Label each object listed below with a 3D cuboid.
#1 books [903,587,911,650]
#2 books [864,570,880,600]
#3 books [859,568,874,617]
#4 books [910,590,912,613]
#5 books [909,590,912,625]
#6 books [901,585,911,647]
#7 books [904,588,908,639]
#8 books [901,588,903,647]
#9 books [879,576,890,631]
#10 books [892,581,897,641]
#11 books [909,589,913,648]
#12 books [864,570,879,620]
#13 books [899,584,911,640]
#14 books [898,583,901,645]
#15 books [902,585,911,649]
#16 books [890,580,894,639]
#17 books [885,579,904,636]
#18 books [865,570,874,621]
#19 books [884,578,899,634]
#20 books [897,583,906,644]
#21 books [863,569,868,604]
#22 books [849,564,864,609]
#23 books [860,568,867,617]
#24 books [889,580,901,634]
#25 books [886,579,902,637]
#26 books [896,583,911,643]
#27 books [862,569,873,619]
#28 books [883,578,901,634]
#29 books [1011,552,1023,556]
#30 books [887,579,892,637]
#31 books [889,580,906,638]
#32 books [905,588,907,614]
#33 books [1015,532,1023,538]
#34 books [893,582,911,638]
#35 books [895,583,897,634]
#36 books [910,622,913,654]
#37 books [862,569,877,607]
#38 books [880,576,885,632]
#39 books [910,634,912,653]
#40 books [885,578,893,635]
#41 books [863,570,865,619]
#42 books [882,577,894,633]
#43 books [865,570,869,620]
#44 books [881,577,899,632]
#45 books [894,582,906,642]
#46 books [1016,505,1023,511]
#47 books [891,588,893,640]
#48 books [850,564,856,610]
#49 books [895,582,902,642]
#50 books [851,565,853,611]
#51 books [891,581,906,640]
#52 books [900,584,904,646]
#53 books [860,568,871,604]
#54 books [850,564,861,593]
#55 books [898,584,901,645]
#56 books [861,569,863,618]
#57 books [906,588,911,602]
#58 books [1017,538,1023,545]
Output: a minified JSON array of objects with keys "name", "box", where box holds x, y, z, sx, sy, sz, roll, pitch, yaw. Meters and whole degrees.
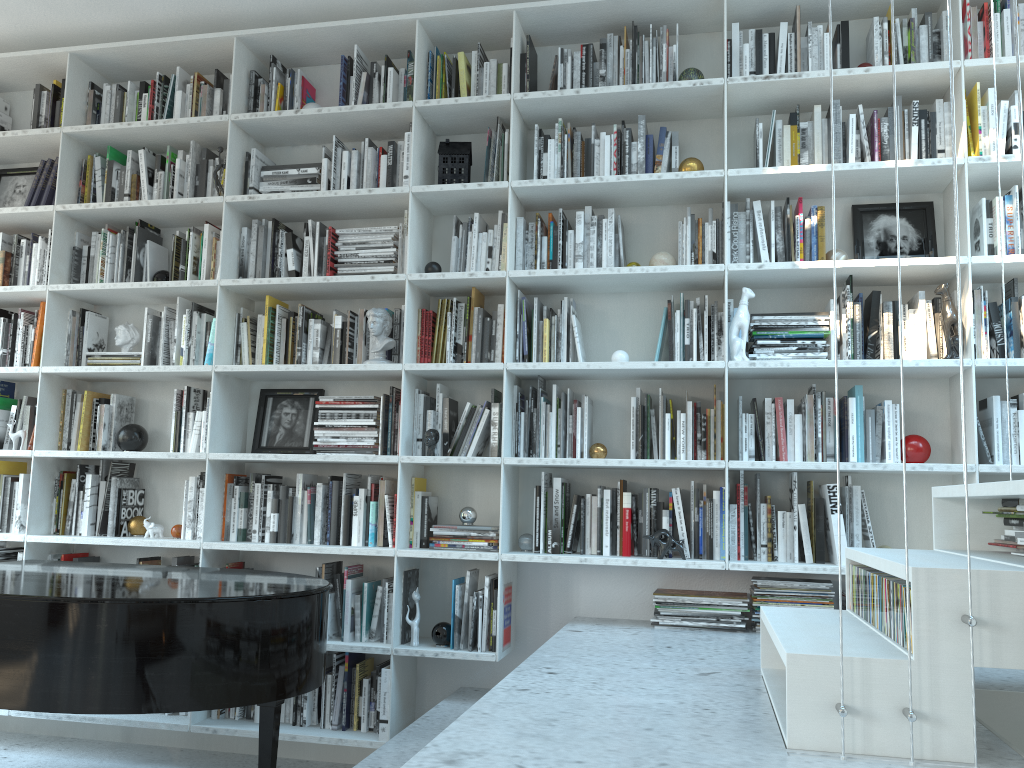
[{"name":"books","box":[0.854,0.473,1.774,0.125,0.123,0.034,0,-7,12]},{"name":"books","box":[0.954,0.534,2.232,0.125,0.125,0.007,0,-7,12]},{"name":"books","box":[0.969,0.543,2.300,0.125,0.125,0.007,0,-7,12]},{"name":"books","box":[0.841,0.464,1.714,0.125,0.123,0.034,0,-7,12]},{"name":"books","box":[0.843,0.466,1.721,0.125,0.123,0.035,0,-7,12]},{"name":"books","box":[0.860,0.475,1.802,0.125,0.125,0.008,0,-7,12]},{"name":"books","box":[0.853,0.472,1.767,0.125,0.123,0.035,0,-7,12]},{"name":"books","box":[0.862,0.476,1.809,0.125,0.125,0.007,0,-7,12]},{"name":"books","box":[0.910,0.507,2.033,0.125,0.125,0.013,0,-7,12]},{"name":"books","box":[0.879,0.487,1.889,0.125,0.125,0.009,0,-7,12]},{"name":"books","box":[0.844,0.467,1.728,0.125,0.123,0.036,0,-7,12]},{"name":"books","box":[0.952,0.533,2.224,0.125,0.125,0.007,0,-7,12]},{"name":"books","box":[0.865,0.478,1.823,0.125,0.125,0.008,0,-7,12]},{"name":"books","box":[0.868,0.480,1.840,0.125,0.125,0.010,0,-7,12]},{"name":"books","box":[0.858,0.474,1.792,0.125,0.125,0.011,0,-7,12]},{"name":"books","box":[0.885,0.490,1.914,0.125,0.125,0.008,0,-7,12]},{"name":"books","box":[0.895,0.497,1.963,0.125,0.125,0.007,0,-7,12]},{"name":"books","box":[0.951,0.532,2.217,0.125,0.125,0.007,0,-7,12]},{"name":"books","box":[0.899,0.499,1.979,0.125,0.125,0.013,0,-7,12]},{"name":"books","box":[0.870,0.481,1.846,0.125,0.125,0.010,0,-7,12]},{"name":"books","box":[0.957,0.536,2.247,0.125,0.125,0.008,0,-7,12]},{"name":"books","box":[1.002,0.564,2.455,0.125,0.125,0.008,0,-7,12]},{"name":"books","box":[0.965,0.541,2.285,0.125,0.125,0.009,0,-7,12]},{"name":"books","box":[0.886,0.491,1.922,0.125,0.125,0.007,0,-7,12]},{"name":"books","box":[0.893,0.496,1.953,0.125,0.125,0.012,0,-7,12]},{"name":"books","box":[0.872,0.482,1.854,0.125,0.125,0.008,0,-7,12]},{"name":"books","box":[0.959,0.537,2.254,0.125,0.125,0.008,0,-7,12]},{"name":"books","box":[0.902,0.501,1.993,0.125,0.125,0.016,0,-7,12]},{"name":"books","box":[1.307,0.403,2.061,0.191,0.004,0.223,0,-8,8]},{"name":"books","box":[0.891,0.495,1.944,0.125,0.125,0.018,0,-7,12]},{"name":"books","box":[0.888,0.493,1.930,0.125,0.125,0.009,0,-7,12]},{"name":"books","box":[0.851,0.471,1.759,0.125,0.123,0.036,0,-7,12]},{"name":"books","box":[1.314,0.357,2.065,0.184,0.013,0.226,0,-8,10]},{"name":"books","box":[0.878,0.486,1.882,0.125,0.125,0.007,0,-7,12]},{"name":"books","box":[0.873,0.483,1.860,0.125,0.125,0.008,0,-7,12]},{"name":"books","box":[0.846,0.468,1.736,0.125,0.123,0.035,0,-7,12]},{"name":"books","box":[0.960,0.538,2.262,0.125,0.125,0.008,0,-7,12]},{"name":"books","box":[0.908,0.505,2.023,0.125,0.125,0.009,0,-7,12]},{"name":"books","box":[0.848,0.469,1.744,0.125,0.123,0.034,0,-7,12]},{"name":"books","box":[0.897,0.498,1.971,0.125,0.125,0.009,0,-7,12]},{"name":"books","box":[0.955,0.535,2.239,0.125,0.125,0.008,0,-7,12]},{"name":"books","box":[0.904,0.503,2.004,0.125,0.125,0.009,0,-7,12]},{"name":"books","box":[0.949,0.531,2.210,0.125,0.125,0.008,0,-7,12]},{"name":"books","box":[0.906,0.504,2.014,0.125,0.125,0.011,0,-7,12]},{"name":"books","box":[0.876,0.485,1.874,0.125,0.125,0.007,0,-7,12]},{"name":"books","box":[1.315,0.293,2.072,0.177,0.014,0.194,1,-8,7]},{"name":"books","box":[0.883,0.489,1.907,0.125,0.125,0.008,0,-7,12]},{"name":"books","box":[0.999,0.562,2.440,0.125,0.125,0.008,0,-7,12]},{"name":"books","box":[0.874,0.484,1.867,0.125,0.125,0.008,0,-7,12]},{"name":"books","box":[0.996,0.560,2.426,0.125,0.125,0.008,0,-7,12]},{"name":"books","box":[0.881,0.488,1.899,0.125,0.125,0.010,0,-7,12]},{"name":"books","box":[0.863,0.477,1.816,0.125,0.125,0.008,0,-7,12]},{"name":"books","box":[0.967,0.542,2.292,0.125,0.125,0.009,0,-7,12]},{"name":"books","box":[1.001,0.563,2.448,0.125,0.125,0.009,0,-7,12]},{"name":"books","box":[0.867,0.479,1.831,0.125,0.125,0.008,0,-7,12]},{"name":"books","box":[0.962,0.539,2.269,0.125,0.125,0.008,0,-7,12]},{"name":"books","box":[0.849,0.470,1.751,0.125,0.123,0.034,0,-7,12]},{"name":"books","box":[1.314,0.372,2.063,0.175,0.016,0.207,1,-8,7]}]
